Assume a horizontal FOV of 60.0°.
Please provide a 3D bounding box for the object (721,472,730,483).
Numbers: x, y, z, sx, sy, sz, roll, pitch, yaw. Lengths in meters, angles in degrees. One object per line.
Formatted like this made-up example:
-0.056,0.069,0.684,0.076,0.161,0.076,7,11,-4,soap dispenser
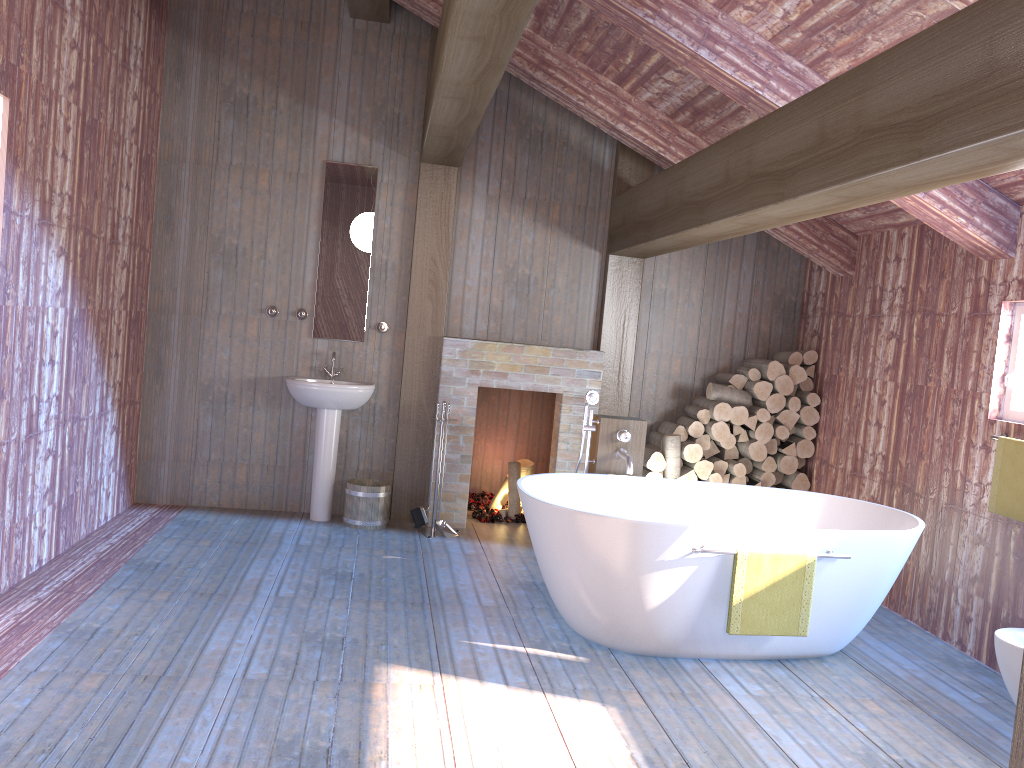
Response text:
1.440,0.646,6.266,0.086,0.089,0.279,5,3,-10,object

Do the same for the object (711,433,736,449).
1.470,0.380,6.245,0.115,0.123,0.291,5,3,-7,object

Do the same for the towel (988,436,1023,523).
2.300,0.437,3.995,0.032,0.361,0.370,5,3,-8,towel

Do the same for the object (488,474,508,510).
-0.065,0.838,6.743,0.221,0.306,0.121,6,3,19,object

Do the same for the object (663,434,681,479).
1.088,0.491,6.030,0.147,0.298,0.109,5,3,-6,object

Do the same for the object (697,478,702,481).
1.325,0.728,6.263,0.114,0.120,0.303,5,3,-7,object

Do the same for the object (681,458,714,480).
1.272,0.562,6.250,0.139,0.148,0.458,5,3,-8,object

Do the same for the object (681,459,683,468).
1.113,0.534,6.304,0.121,0.124,0.291,5,3,-7,object

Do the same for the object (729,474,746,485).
1.547,0.671,6.285,0.111,0.113,0.301,5,3,-10,object

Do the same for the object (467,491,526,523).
-0.034,0.954,6.912,0.829,0.085,0.935,4,4,-26,object

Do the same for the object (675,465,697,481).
1.142,0.646,6.246,0.155,0.174,0.483,5,3,-10,object

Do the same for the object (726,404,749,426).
1.515,0.195,6.246,0.138,0.147,0.440,5,3,-8,object

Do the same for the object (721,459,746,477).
1.518,0.572,6.268,0.098,0.100,0.437,5,3,-10,object

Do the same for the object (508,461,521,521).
0.017,0.798,6.585,0.098,0.434,0.283,5,3,-10,object

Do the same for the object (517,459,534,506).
0.091,0.806,6.826,0.140,0.459,0.266,6,3,9,object

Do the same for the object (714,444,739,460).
1.518,0.470,6.362,0.104,0.127,0.321,5,3,-8,object

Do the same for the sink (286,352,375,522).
-1.235,0.357,5.906,0.582,1.143,0.475,5,3,-9,sink

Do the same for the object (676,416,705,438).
1.243,0.297,6.204,0.115,0.123,0.291,5,3,-7,object

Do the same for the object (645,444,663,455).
1.017,0.485,6.301,0.099,0.093,0.280,5,3,-7,object

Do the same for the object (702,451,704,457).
1.289,0.471,6.240,0.064,0.068,0.174,5,3,-9,object

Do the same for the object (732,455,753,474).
1.615,0.565,6.383,0.116,0.118,0.289,5,3,-10,object

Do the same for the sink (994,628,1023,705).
2.136,1.122,3.456,0.515,0.517,0.335,5,3,-7,sink

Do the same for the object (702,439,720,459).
1.373,0.443,6.338,0.128,0.150,0.323,5,3,-8,object

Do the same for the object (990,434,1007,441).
2.351,0.274,3.986,0.091,0.043,0.581,5,3,-8,object

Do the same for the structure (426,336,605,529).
0.014,0.377,6.223,1.130,1.330,0.226,5,3,-8,structure

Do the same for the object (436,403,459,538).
-0.431,0.562,5.866,0.206,0.871,0.126,8,4,35,object

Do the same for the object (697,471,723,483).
1.350,0.637,6.246,0.098,0.100,0.437,5,3,-10,object

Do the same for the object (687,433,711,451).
1.290,0.390,6.234,0.111,0.113,0.301,5,3,-9,object

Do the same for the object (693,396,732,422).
1.403,0.172,6.229,0.135,0.145,0.439,5,3,-8,object

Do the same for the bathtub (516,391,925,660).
0.982,0.675,4.287,1.935,1.109,1.460,6,3,14,bathtub

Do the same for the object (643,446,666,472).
0.937,0.508,6.193,0.139,0.137,0.455,5,3,-10,object

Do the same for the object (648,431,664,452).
1.066,0.406,6.305,0.108,0.113,0.302,5,3,-8,object

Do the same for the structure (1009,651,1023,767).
0.826,0.296,1.121,0.328,2.209,0.522,6,3,12,structure

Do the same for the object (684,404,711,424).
1.303,0.211,6.222,0.106,0.112,0.282,5,3,-7,object

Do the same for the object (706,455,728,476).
1.415,0.567,6.258,0.114,0.120,0.303,5,3,-7,object

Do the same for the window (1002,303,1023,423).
2.549,-0.067,3.764,0.054,0.587,1.255,5,3,-7,window

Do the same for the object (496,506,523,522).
-0.006,0.960,6.602,0.085,0.084,0.278,8,4,38,object

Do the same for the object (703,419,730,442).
1.379,0.307,6.229,0.141,0.143,0.437,5,3,-10,object

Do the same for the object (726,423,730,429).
1.476,0.295,6.228,0.057,0.061,0.156,5,3,-9,object

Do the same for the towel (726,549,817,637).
1.095,0.882,3.739,0.370,0.361,0.032,5,3,-12,towel

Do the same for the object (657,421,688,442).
1.130,0.331,6.239,0.114,0.113,0.301,5,3,-11,object

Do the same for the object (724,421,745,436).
1.548,0.309,6.254,0.088,0.092,0.280,5,3,-7,object

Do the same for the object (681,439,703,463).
1.197,0.448,6.216,0.138,0.147,0.440,5,3,-8,object

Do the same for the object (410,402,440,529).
-0.577,0.537,5.856,0.136,0.846,0.062,4,4,-27,object

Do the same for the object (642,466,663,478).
0.921,0.638,6.189,0.137,0.133,0.437,5,3,-10,object
